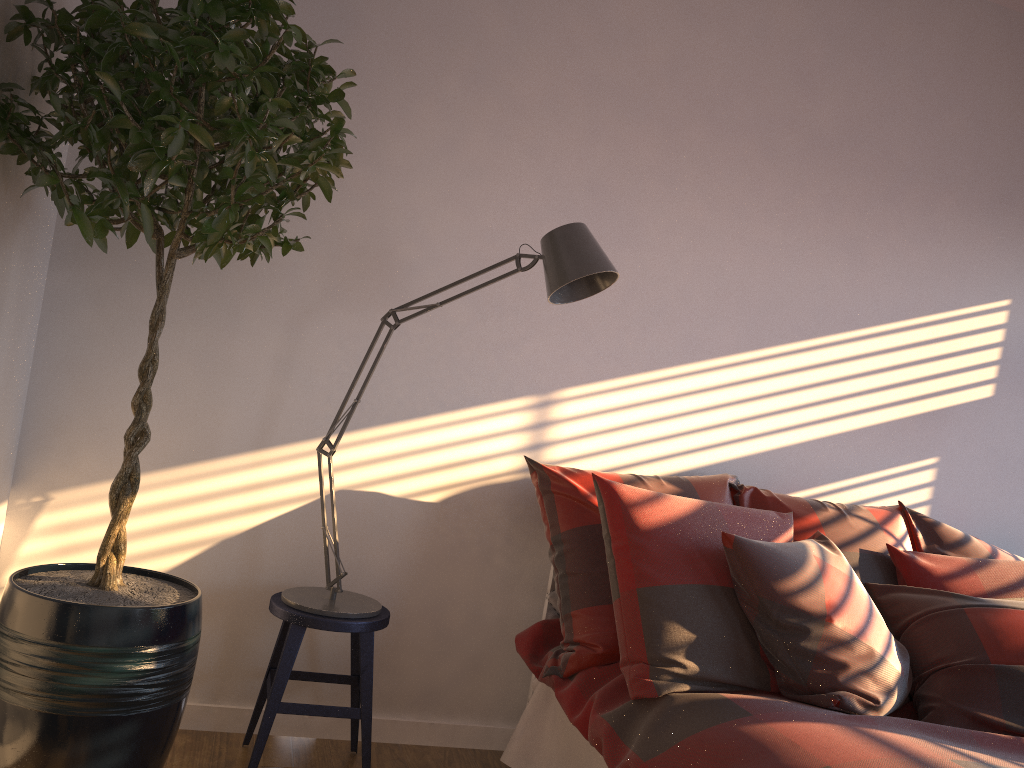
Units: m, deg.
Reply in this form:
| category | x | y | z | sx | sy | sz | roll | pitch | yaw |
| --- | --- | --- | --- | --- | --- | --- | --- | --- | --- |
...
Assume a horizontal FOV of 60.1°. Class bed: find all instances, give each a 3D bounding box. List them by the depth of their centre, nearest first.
| category | x | y | z | sx | sy | sz | roll | pitch | yaw |
| --- | --- | --- | --- | --- | --- | --- | --- | --- | --- |
| bed | 1.249 | 1.009 | 2.006 | 2.041 | 0.770 | 2.308 | 11 | -2 | -16 |

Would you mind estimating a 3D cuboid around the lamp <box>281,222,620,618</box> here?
| category | x | y | z | sx | sy | sz | roll | pitch | yaw |
| --- | --- | --- | --- | --- | --- | --- | --- | --- | --- |
| lamp | -0.180 | 0.099 | 2.370 | 0.785 | 1.127 | 0.280 | 10 | 1 | 25 |

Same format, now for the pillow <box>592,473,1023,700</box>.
| category | x | y | z | sx | sy | sz | roll | pitch | yaw |
| --- | --- | --- | --- | --- | --- | --- | --- | --- | --- |
| pillow | 1.060 | 0.679 | 2.602 | 1.818 | 0.551 | 0.526 | 11 | -1 | -15 |

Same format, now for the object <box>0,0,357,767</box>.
| category | x | y | z | sx | sy | sz | roll | pitch | yaw |
| --- | --- | --- | --- | --- | --- | --- | --- | --- | --- |
| object | -0.866 | 0.001 | 1.998 | 0.814 | 2.020 | 0.799 | 10 | 0 | -12 |

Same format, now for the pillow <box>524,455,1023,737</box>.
| category | x | y | z | sx | sy | sz | roll | pitch | yaw |
| --- | --- | --- | --- | --- | --- | --- | --- | --- | --- |
| pillow | 1.141 | 0.722 | 2.592 | 2.148 | 0.734 | 1.141 | 11 | -1 | -18 |

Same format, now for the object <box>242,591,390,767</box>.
| category | x | y | z | sx | sy | sz | roll | pitch | yaw |
| --- | --- | --- | --- | --- | --- | --- | --- | --- | --- |
| object | -0.545 | 0.855 | 2.481 | 0.339 | 0.480 | 0.341 | 10 | 0 | -16 |
